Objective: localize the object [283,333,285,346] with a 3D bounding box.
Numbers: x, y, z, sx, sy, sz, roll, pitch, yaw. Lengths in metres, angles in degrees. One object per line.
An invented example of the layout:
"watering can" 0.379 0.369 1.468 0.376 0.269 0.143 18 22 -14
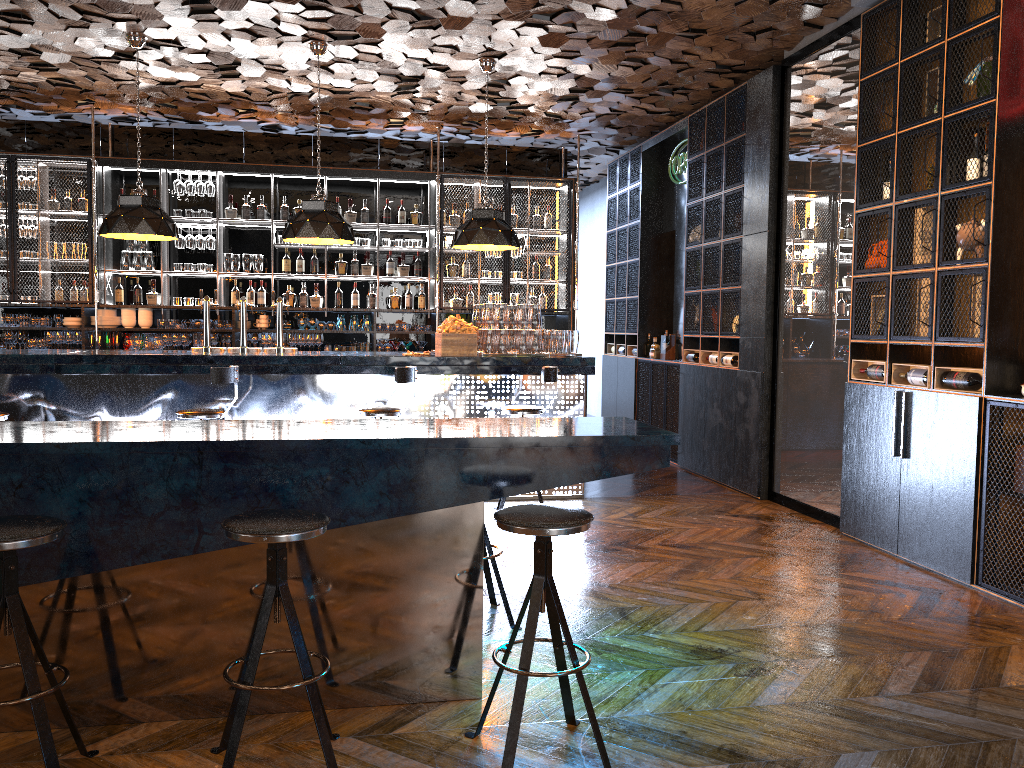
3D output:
"object" -2.475 -0.431 9.589 0.049 0.231 0.049 0 4 -16

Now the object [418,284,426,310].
"object" -1.020 -0.984 10.047 0.080 0.299 0.080 0 4 -9

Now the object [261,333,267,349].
"object" -2.676 -0.433 9.559 0.058 0.234 0.058 3 4 31

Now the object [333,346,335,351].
"object" -1.964 -0.379 9.922 0.067 0.099 0.067 -2 5 -39

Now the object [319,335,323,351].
"object" -2.152 -0.447 9.912 0.091 0.229 0.091 0 4 -14

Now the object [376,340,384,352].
"object" -1.460 -0.402 9.781 0.089 0.174 0.089 4 5 39

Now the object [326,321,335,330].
"object" -1.974 -0.633 9.662 0.098 0.097 0.098 2 4 23

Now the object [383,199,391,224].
"object" -1.394 -1.919 9.913 0.086 0.299 0.086 4 5 37

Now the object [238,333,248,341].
"object" -2.889 -0.431 9.532 0.108 0.227 0.108 -1 4 -20

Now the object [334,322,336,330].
"object" -2.012 -0.647 9.868 0.098 0.097 0.098 -1 4 -25

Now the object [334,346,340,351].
"object" -1.917 -0.364 9.705 0.067 0.099 0.067 -2 5 -39

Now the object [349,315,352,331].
"object" -1.746 -0.677 9.803 0.101 0.172 0.115 2 4 18

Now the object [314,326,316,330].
"object" -2.197 -0.657 9.766 0.108 0.126 0.108 0 4 -16

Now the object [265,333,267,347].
"object" -2.690 -0.439 9.642 0.058 0.234 0.058 1 4 11

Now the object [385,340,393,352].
"object" -1.366 -0.406 9.860 0.089 0.174 0.089 4 5 39

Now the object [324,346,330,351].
"object" -2.020 -0.365 9.687 0.067 0.100 0.067 -1 4 -19

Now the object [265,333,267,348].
"object" -2.705 -0.443 9.714 0.058 0.234 0.058 -2 5 -36

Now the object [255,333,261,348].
"object" -2.796 -0.439 9.671 0.108 0.227 0.108 4 5 43

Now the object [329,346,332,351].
"object" -2.028 -0.373 9.800 0.067 0.100 0.067 -1 4 -19

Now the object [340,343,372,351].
"object" -1.736 -0.391 9.855 0.356 0.134 0.206 0 4 -4

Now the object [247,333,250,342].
"object" -2.931 -0.447 9.769 0.108 0.227 0.108 2 4 20

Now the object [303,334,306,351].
"object" -2.285 -0.439 9.767 0.091 0.229 0.091 2 4 21

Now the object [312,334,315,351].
"object" -2.191 -0.439 9.784 0.091 0.229 0.091 0 4 -18

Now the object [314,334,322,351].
"object" -2.113 -0.431 9.684 0.091 0.229 0.091 -2 5 -39

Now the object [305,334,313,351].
"object" -2.208 -0.431 9.667 0.091 0.229 0.091 2 4 16

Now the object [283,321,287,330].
"object" -2.466 -0.636 9.597 0.067 0.099 0.058 2 4 24

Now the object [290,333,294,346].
"object" -2.436 -0.446 9.853 0.091 0.229 0.091 2 4 24

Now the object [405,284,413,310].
"object" -1.166 -0.986 10.032 0.086 0.298 0.086 4 5 37

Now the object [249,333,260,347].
"object" -2.776 -0.431 9.555 0.108 0.227 0.108 -3 5 -41

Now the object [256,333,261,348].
"object" -2.820 -0.447 9.791 0.108 0.227 0.108 2 4 25

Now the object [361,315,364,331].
"object" -1.637 -0.685 9.951 0.115 0.172 0.101 1 4 -2

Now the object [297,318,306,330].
"object" -2.285 -0.649 9.628 0.100 0.125 0.100 3 4 28

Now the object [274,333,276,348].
"object" -2.549 -0.431 9.575 0.049 0.231 0.049 1 4 0

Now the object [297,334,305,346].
"object" -2.298 -0.432 9.650 0.091 0.229 0.091 3 5 36

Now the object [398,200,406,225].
"object" -1.238 -1.920 9.973 0.086 0.298 0.086 4 5 37

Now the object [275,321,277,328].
"object" -2.518 -0.633 9.547 0.058 0.099 0.067 3 4 34

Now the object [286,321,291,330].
"object" -2.448 -0.643 9.707 0.058 0.099 0.067 1 4 1

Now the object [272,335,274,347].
"object" -2.646 -0.446 9.762 0.058 0.234 0.058 -2 4 -34

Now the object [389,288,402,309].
"object" -1.315 -0.959 9.989 0.151 0.248 0.094 1 4 -2

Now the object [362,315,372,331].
"object" -1.588 -0.669 9.712 0.101 0.172 0.115 2 4 18

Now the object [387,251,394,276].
"object" -1.364 -1.349 9.961 0.086 0.298 0.086 4 5 37

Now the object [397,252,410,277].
"object" -1.222 -1.337 9.969 0.123 0.279 0.123 -1 4 -22

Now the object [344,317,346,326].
"object" -1.904 -0.685 9.898 0.115 0.172 0.101 -1 4 -27

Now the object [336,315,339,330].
"object" -1.886 -0.677 9.777 0.115 0.172 0.101 1 4 -2

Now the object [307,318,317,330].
"object" -2.176 -0.650 9.652 0.108 0.126 0.108 2 4 23

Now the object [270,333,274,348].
"object" -2.630 -0.440 9.674 0.058 0.234 0.058 2 4 22

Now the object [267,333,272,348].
"object" -2.621 -0.434 9.579 0.058 0.234 0.058 0 4 -8

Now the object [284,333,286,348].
"object" -2.494 -0.440 9.718 0.049 0.231 0.049 0 4 -3

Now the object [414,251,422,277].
"object" -1.059 -1.349 10.018 0.086 0.299 0.086 4 5 37

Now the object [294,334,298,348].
"object" -2.379 -0.439 9.749 0.091 0.229 0.091 1 4 10

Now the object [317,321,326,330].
"object" -2.076 -0.633 9.648 0.098 0.097 0.098 -2 4 -32

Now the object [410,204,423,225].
"object" -1.075 -1.892 9.974 0.151 0.248 0.094 2 4 17

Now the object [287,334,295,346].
"object" -2.398 -0.431 9.625 0.091 0.229 0.091 -1 4 -25

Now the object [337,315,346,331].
"object" -1.858 -0.669 9.660 0.115 0.172 0.101 2 4 18

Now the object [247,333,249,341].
"object" -2.908 -0.439 9.649 0.108 0.227 0.108 -2 4 -32

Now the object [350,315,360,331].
"object" -1.716 -0.668 9.678 0.115 0.172 0.101 -1 4 -27
